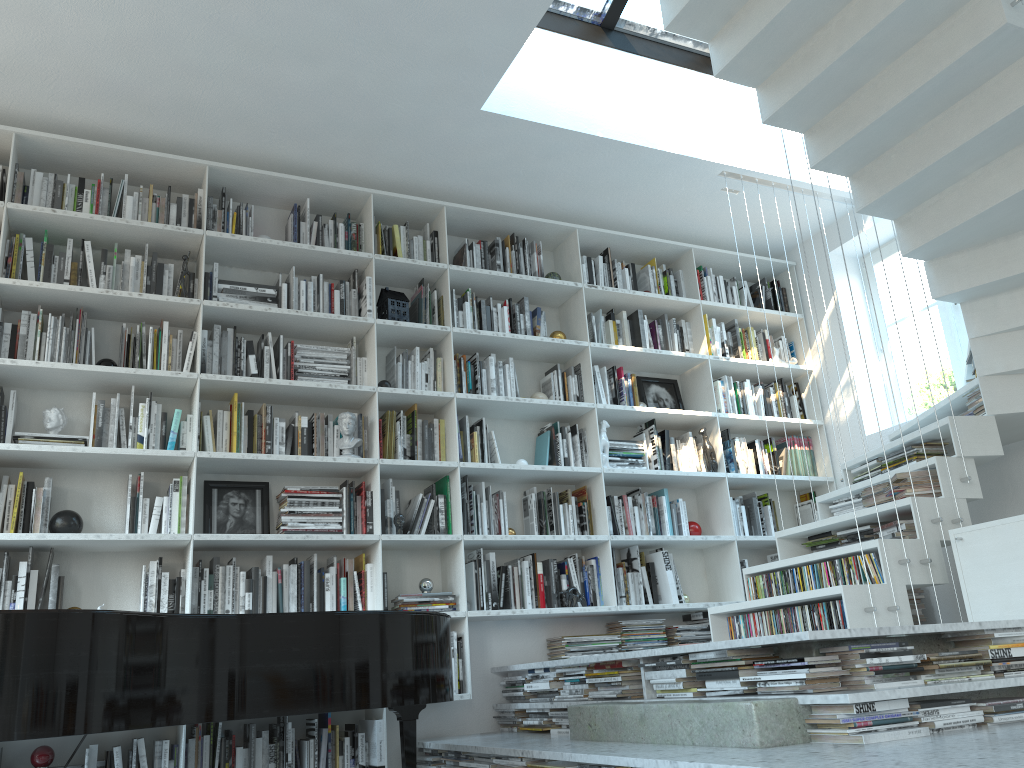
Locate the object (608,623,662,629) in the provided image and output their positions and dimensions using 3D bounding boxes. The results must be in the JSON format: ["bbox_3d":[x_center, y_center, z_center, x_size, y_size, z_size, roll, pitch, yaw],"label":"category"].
[{"bbox_3d":[0.672,1.324,4.852,0.254,0.005,0.161,5,-21,-25],"label":"object"}]

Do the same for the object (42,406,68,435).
[{"bbox_3d":[-2.026,0.170,3.926,0.095,0.156,0.121,0,-19,-12],"label":"object"}]

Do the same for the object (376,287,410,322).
[{"bbox_3d":[-0.634,-0.395,4.734,0.135,0.247,0.136,9,-22,-34],"label":"object"}]

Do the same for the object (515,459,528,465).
[{"bbox_3d":[0.052,0.442,4.795,0.071,0.072,0.072,-12,-20,21],"label":"object"}]

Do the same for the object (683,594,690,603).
[{"bbox_3d":[0.969,1.223,5.019,0.071,0.072,0.072,-12,-20,21],"label":"object"}]

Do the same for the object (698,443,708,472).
[{"bbox_3d":[1.109,0.480,5.357,0.022,0.211,0.179,4,-20,-25],"label":"object"}]

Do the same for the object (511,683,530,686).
[{"bbox_3d":[0.096,1.496,4.425,0.135,0.011,0.222,3,-20,-21],"label":"object"}]

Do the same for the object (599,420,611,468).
[{"bbox_3d":[0.510,0.341,4.925,0.087,0.287,0.075,-7,-18,8],"label":"object"}]

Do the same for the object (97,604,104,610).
[{"bbox_3d":[-1.700,0.968,3.707,0.060,0.094,0.078,-1,-18,-9],"label":"object"}]

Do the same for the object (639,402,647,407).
[{"bbox_3d":[0.760,0.152,5.273,0.091,0.092,0.092,-12,-20,21],"label":"object"}]

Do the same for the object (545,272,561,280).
[{"bbox_3d":[0.240,-0.607,5.220,0.104,0.105,0.104,-12,-20,21],"label":"object"}]

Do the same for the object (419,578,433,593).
[{"bbox_3d":[-0.417,0.980,4.308,0.071,0.072,0.072,-12,-20,21],"label":"object"}]

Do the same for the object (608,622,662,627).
[{"bbox_3d":[0.671,1.318,4.853,0.254,0.005,0.161,5,-21,-25],"label":"object"}]

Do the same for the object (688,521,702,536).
[{"bbox_3d":[1.046,0.858,5.163,0.115,0.116,0.115,-20,-24,39],"label":"object"}]

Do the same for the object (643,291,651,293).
[{"bbox_3d":[0.834,-0.543,5.490,0.071,0.072,0.072,-12,-20,21],"label":"object"}]

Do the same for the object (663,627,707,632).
[{"bbox_3d":[1.008,1.383,4.998,0.328,0.008,0.208,5,-21,-25],"label":"object"}]

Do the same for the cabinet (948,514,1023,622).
[{"bbox_3d":[2.146,0.742,3.015,0.551,0.665,0.996,5,-20,-25],"label":"cabinet"}]

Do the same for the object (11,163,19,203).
[{"bbox_3d":[-2.330,-0.869,4.157,0.012,0.284,0.160,4,-20,-25],"label":"object"}]

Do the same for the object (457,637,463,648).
[{"bbox_3d":[-0.258,1.357,4.274,0.011,0.259,0.142,4,-20,-25],"label":"object"}]

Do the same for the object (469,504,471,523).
[{"bbox_3d":[-0.247,0.696,4.636,0.007,0.265,0.135,4,-20,-25],"label":"object"}]

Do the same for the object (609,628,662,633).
[{"bbox_3d":[0.671,1.349,4.842,0.254,0.005,0.161,5,-21,-25],"label":"object"}]

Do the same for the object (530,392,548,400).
[{"bbox_3d":[0.153,0.102,5.022,0.112,0.112,0.112,-20,-24,39],"label":"object"}]

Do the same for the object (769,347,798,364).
[{"bbox_3d":[1.748,-0.167,5.763,0.203,0.136,0.095,-1,-18,-10],"label":"object"}]

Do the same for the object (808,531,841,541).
[{"bbox_3d":[1.561,0.739,4.319,0.161,0.025,0.175,3,-20,-21],"label":"object"}]

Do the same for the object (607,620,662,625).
[{"bbox_3d":[0.671,1.307,4.855,0.254,0.005,0.161,4,-20,-24],"label":"object"}]

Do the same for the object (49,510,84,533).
[{"bbox_3d":[-1.910,0.607,3.800,0.134,0.135,0.134,-12,-20,21],"label":"object"}]

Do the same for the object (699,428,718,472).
[{"bbox_3d":[1.163,0.402,5.250,0.087,0.287,0.075,-7,-18,8],"label":"object"}]

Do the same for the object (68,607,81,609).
[{"bbox_3d":[-1.836,0.980,3.713,0.091,0.091,0.091,-20,-24,39],"label":"object"}]

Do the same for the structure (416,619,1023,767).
[{"bbox_3d":[1.331,1.338,3.492,2.900,0.657,3.123,5,-21,-25],"label":"structure"}]

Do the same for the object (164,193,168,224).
[{"bbox_3d":[-1.736,-0.803,4.425,0.010,0.246,0.157,4,-20,-25],"label":"object"}]

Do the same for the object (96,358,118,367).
[{"bbox_3d":[-1.853,-0.068,4.051,0.097,0.098,0.097,-12,-20,21],"label":"object"}]

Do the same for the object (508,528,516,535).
[{"bbox_3d":[-0.015,0.795,4.674,0.071,0.072,0.072,-12,-20,21],"label":"object"}]

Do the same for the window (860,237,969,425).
[{"bbox_3d":[2.559,-0.425,5.165,0.042,1.222,1.121,4,-20,-25],"label":"window"}]

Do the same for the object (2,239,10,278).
[{"bbox_3d":[-2.303,-0.508,4.039,0.012,0.253,0.161,4,-20,-25],"label":"object"}]

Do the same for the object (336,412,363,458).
[{"bbox_3d":[-0.805,0.262,4.335,0.138,0.243,0.137,-14,-21,28],"label":"object"}]

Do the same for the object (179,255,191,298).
[{"bbox_3d":[-1.556,-0.497,4.235,0.075,0.254,0.075,-20,-24,40],"label":"object"}]

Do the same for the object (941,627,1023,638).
[{"bbox_3d":[1.655,0.851,3.071,0.284,0.030,0.177,5,-21,-25],"label":"object"}]

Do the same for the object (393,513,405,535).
[{"bbox_3d":[-0.543,0.681,4.285,0.054,0.113,0.079,5,-20,-26],"label":"object"}]

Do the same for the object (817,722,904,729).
[{"bbox_3d":[1.009,0.989,2.576,0.204,0.004,0.140,4,-20,-22],"label":"object"}]

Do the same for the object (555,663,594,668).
[{"bbox_3d":[0.332,1.245,3.932,0.159,0.007,0.286,6,-21,-28],"label":"object"}]

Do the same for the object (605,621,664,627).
[{"bbox_3d":[0.671,1.314,4.855,0.285,0.005,0.160,5,-21,-25],"label":"object"}]

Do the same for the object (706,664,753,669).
[{"bbox_3d":[0.781,0.967,3.043,0.142,0.006,0.204,5,-21,-27],"label":"object"}]

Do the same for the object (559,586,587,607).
[{"bbox_3d":[0.315,1.093,4.550,0.161,0.113,0.065,10,-23,-37],"label":"object"}]

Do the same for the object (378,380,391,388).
[{"bbox_3d":[-0.654,0.016,4.541,0.071,0.072,0.072,-12,-20,21],"label":"object"}]

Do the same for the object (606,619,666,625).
[{"bbox_3d":[0.675,1.299,4.848,0.285,0.005,0.160,3,-20,-20],"label":"object"}]

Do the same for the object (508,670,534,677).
[{"bbox_3d":[0.096,1.447,4.443,0.131,0.024,0.291,4,-20,-23],"label":"object"}]

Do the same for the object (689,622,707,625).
[{"bbox_3d":[1.155,1.351,5.031,0.144,0.004,0.296,5,-21,-27],"label":"object"}]

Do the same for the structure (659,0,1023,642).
[{"bbox_3d":[1.496,-0.374,3.746,2.614,3.369,1.961,5,-20,-25],"label":"structure"}]

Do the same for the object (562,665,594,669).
[{"bbox_3d":[0.345,1.252,3.936,0.144,0.005,0.258,5,-21,-25],"label":"object"}]

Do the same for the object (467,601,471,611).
[{"bbox_3d":[-0.241,1.117,4.439,0.071,0.072,0.072,-12,-20,21],"label":"object"}]

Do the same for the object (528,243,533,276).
[{"bbox_3d":[0.089,-0.676,5.285,0.006,0.296,0.130,4,-20,-25],"label":"object"}]

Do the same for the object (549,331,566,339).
[{"bbox_3d":[0.264,-0.257,5.111,0.101,0.101,0.101,-20,-24,39],"label":"object"}]

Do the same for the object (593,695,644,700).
[{"bbox_3d":[0.468,1.287,3.645,0.145,0.010,0.267,6,-21,-29],"label":"object"}]

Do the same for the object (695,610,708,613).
[{"bbox_3d":[1.160,1.293,5.055,0.130,0.015,0.210,5,-21,-26],"label":"object"}]

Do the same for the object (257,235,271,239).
[{"bbox_3d":[-1.280,-0.714,4.566,0.105,0.105,0.105,-20,-24,39],"label":"object"}]

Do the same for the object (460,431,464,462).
[{"bbox_3d":[-0.288,0.369,4.714,0.013,0.207,0.140,4,-20,-25],"label":"object"}]

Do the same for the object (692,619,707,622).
[{"bbox_3d":[1.152,1.335,5.035,0.141,0.005,0.260,3,-20,-21],"label":"object"}]

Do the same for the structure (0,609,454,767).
[{"bbox_3d":[-1.024,1.163,2.744,1.919,0.830,1.339,5,-20,-25],"label":"structure"}]
